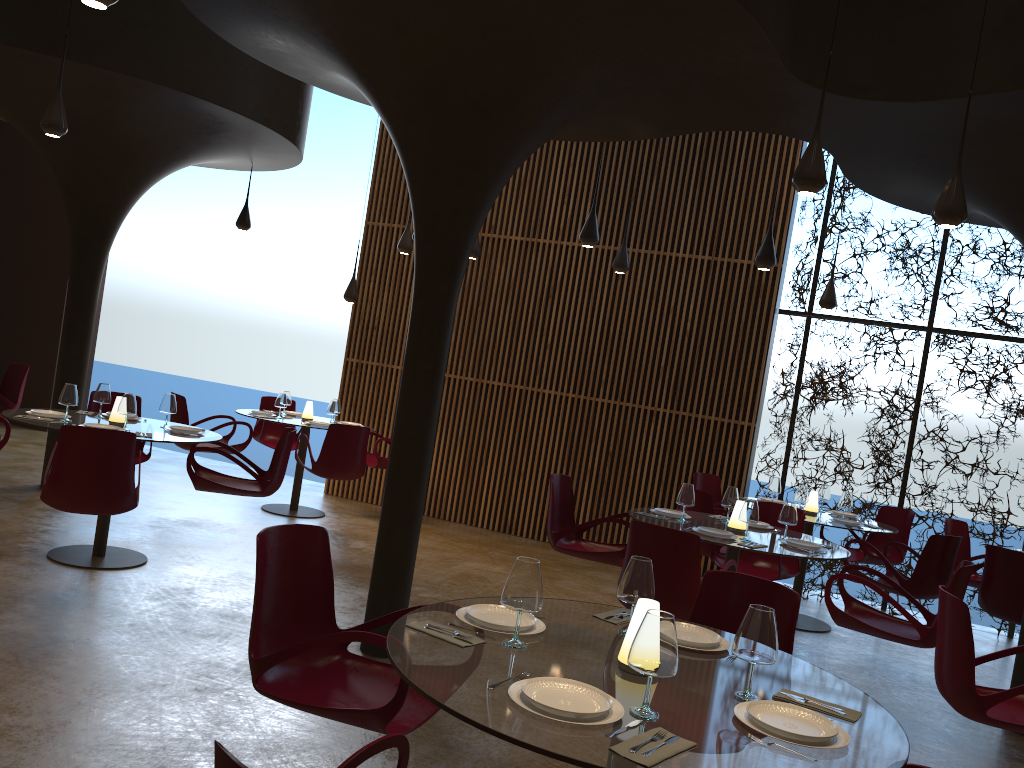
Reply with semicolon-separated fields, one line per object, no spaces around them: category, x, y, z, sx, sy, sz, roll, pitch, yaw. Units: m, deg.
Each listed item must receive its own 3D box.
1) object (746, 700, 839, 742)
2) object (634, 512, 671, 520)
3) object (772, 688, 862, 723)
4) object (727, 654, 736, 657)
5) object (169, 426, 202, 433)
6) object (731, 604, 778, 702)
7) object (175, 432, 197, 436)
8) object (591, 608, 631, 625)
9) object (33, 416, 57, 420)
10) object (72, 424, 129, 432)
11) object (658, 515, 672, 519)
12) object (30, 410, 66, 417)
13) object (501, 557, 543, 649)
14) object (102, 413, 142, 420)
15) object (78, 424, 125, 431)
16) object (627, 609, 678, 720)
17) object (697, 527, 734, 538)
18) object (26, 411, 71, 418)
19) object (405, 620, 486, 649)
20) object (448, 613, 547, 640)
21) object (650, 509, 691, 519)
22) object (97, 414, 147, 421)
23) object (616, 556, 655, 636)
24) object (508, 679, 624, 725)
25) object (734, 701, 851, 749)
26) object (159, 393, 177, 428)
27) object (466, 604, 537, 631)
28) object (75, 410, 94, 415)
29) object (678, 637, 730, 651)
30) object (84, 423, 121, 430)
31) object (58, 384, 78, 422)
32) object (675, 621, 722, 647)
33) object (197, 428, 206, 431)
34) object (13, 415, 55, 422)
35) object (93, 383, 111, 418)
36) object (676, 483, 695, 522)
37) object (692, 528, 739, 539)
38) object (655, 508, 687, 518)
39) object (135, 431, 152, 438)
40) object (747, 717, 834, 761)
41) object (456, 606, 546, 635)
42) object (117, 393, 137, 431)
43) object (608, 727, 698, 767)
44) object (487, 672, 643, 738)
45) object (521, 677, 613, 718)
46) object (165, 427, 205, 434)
object;0.821;0.996;2.608;0.263;0.029;0.263;9;0;21
object;1.089;1.027;6.885;0.261;0.017;0.126;9;0;34
object;0.985;1.037;2.861;0.261;0.017;0.126;9;0;30
object;0.676;0.978;3.412;0.410;0.012;0.204;9;0;32
object;-2.789;0.391;7.567;0.263;0.029;0.263;9;0;-10
object;0.773;0.858;2.826;0.142;0.295;0.141;8;2;-38
object;-2.789;0.402;7.563;0.204;0.012;0.410;9;0;-21
object;0.440;0.946;3.605;0.126;0.017;0.262;9;0;36
object;-3.751;0.252;7.174;0.204;0.012;0.410;9;0;-17
object;-3.166;0.347;6.833;0.411;0.012;0.204;9;0;-26
object;1.275;1.049;7.129;0.204;0.012;0.411;9;0;30
object;-3.748;0.241;7.170;0.263;0.029;0.262;9;0;-16
object;0.032;0.739;3.000;0.142;0.295;0.142;9;2;11
object;-3.462;0.292;7.865;0.332;0.014;0.331;9;0;-18
object;-3.162;0.346;6.836;0.331;0.014;0.332;9;1;42
object;0.402;0.801;2.535;0.142;0.295;0.142;9;2;-6
object;1.468;1.073;6.400;0.262;0.029;0.263;9;1;43
object;-3.749;0.251;7.170;0.331;0.014;0.332;9;0;39
object;-0.226;0.844;2.992;0.261;0.017;0.126;9;0;34
object;-0.040;0.866;3.236;0.204;0.012;0.411;9;0;30
object;1.273;1.048;7.125;0.331;0.014;0.332;9;0;12
object;-3.458;0.294;7.867;0.411;0.012;0.204;9;0;-22
object;0.468;0.806;3.362;0.142;0.295;0.141;8;2;-33
object;0.152;0.900;2.507;0.332;0.014;0.331;9;0;-37
object;0.820;1.005;2.608;0.332;0.014;0.331;9;0;1
object;-2.975;0.232;7.664;0.142;0.295;0.141;8;2;-29
object;-0.040;0.855;3.231;0.262;0.029;0.263;9;0;38
object;-3.753;0.254;7.789;0.126;0.017;0.261;9;0;-18
object;0.672;0.976;3.414;0.332;0.014;0.331;9;1;-44
object;-3.161;0.337;6.836;0.263;0.029;0.262;9;0;-25
object;-3.528;0.148;7.050;0.142;0.295;0.141;8;2;-25
object;0.673;0.967;3.414;0.262;0.029;0.263;9;0;26
object;-2.857;0.395;7.862;0.262;0.017;0.126;9;0;-16
object;-3.704;0.267;6.872;0.262;0.017;0.126;9;0;-13
object;-3.537;0.143;7.648;0.142;0.295;0.142;9;2;15
object;1.347;0.922;6.893;0.142;0.295;0.142;9;2;11
object;1.467;1.083;6.400;0.332;0.014;0.331;9;0;-41
object;1.275;1.038;7.124;0.262;0.029;0.263;9;0;28
object;-2.880;0.398;6.933;0.126;0.017;0.261;9;0;-22
object;0.818;1.006;2.604;0.204;0.012;0.411;9;0;26
object;-0.042;0.864;3.231;0.331;0.014;0.332;9;0;9
object;-3.060;0.222;7.050;0.141;0.295;0.142;10;2;33
object;0.368;0.943;2.301;0.126;0.017;0.262;9;0;40
object;0.148;0.900;2.509;0.410;0.012;0.204;9;0;35
object;0.154;0.890;2.506;0.262;0.029;0.263;9;0;27
object;-2.790;0.400;7.567;0.331;0.014;0.332;9;0;35
